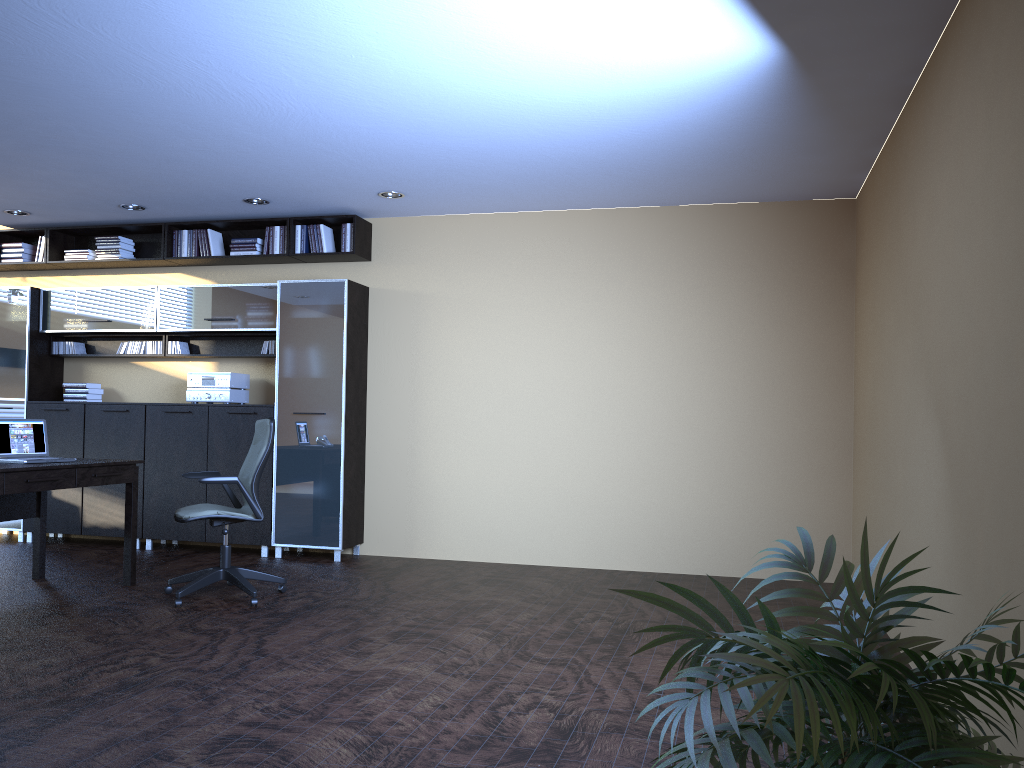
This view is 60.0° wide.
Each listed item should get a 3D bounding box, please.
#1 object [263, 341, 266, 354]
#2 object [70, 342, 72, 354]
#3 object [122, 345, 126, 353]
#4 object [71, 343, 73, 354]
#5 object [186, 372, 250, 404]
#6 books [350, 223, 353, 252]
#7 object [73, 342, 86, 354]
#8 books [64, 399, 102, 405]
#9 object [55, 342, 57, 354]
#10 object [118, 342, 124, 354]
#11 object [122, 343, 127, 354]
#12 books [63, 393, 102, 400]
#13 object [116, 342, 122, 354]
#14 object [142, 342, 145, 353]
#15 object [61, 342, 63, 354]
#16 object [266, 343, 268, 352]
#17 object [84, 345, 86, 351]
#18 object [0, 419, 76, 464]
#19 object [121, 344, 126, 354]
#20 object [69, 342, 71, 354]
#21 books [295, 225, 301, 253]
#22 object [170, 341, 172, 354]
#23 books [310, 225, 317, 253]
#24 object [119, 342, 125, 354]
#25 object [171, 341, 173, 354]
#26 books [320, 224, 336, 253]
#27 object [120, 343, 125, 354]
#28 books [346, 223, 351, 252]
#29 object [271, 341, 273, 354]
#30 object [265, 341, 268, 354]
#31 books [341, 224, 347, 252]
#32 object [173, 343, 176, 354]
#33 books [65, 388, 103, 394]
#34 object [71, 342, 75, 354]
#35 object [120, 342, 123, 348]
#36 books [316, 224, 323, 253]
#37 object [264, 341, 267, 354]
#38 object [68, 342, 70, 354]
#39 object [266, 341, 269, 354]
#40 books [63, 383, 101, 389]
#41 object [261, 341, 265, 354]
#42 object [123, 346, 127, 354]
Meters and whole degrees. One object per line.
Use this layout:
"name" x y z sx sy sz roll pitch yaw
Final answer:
"object" -2.217 -0.326 8.070 0.030 0.120 0.142 1 -2 14
"object" -4.214 -0.342 8.574 0.030 0.120 0.142 1 -2 14
"object" -3.644 -0.335 8.434 0.059 0.113 0.142 1 -2 14
"object" -4.203 -0.342 8.575 0.030 0.120 0.142 1 -2 14
"object" -2.657 0.040 8.013 0.430 0.281 0.363 1 -2 14
"books" -1.357 -1.262 7.790 0.050 0.258 0.207 1 -2 14
"object" -4.179 -0.341 8.565 0.040 0.118 0.142 1 -2 14
"books" -4.092 0.171 8.458 0.258 0.050 0.207 0 -2 15
"object" -4.381 -0.344 8.616 0.009 0.120 0.142 1 -2 14
"object" -3.674 -0.335 8.439 0.059 0.113 0.142 1 -2 14
"object" -3.635 -0.335 8.427 0.055 0.110 0.140 1 -2 14
"books" -4.100 0.120 8.467 0.258 0.050 0.207 0 -2 15
"object" -3.695 -0.335 8.439 0.059 0.113 0.142 1 -2 14
"object" -3.438 -0.336 8.376 0.036 0.116 0.140 1 -2 14
"object" -4.313 -0.343 8.599 0.009 0.120 0.142 1 -2 14
"object" -2.189 -0.326 8.053 0.026 0.117 0.140 1 -2 14
"object" -4.177 -0.341 8.571 0.036 0.116 0.140 1 -2 14
"object" -3.160 0.375 5.876 0.323 0.282 0.390 0 -2 24
"object" -3.644 -0.335 8.432 0.055 0.110 0.140 1 -2 14
"object" -4.224 -0.343 8.575 0.026 0.117 0.140 1 -2 14
"books" -1.868 -1.267 7.914 0.050 0.258 0.207 1 -2 14
"object" -3.151 -0.334 8.301 0.009 0.120 0.142 1 -2 14
"books" -1.724 -1.265 7.878 0.075 0.259 0.207 1 -2 14
"object" -3.664 -0.335 8.436 0.059 0.113 0.142 1 -2 14
"object" -3.140 -0.334 8.303 0.009 0.120 0.142 1 -2 15
"books" -1.632 -1.265 7.854 0.075 0.259 0.207 1 -2 14
"object" -3.655 -0.335 8.431 0.055 0.110 0.140 1 -2 14
"books" -1.401 -1.263 7.801 0.036 0.258 0.207 1 -2 14
"object" -2.141 -0.326 8.036 0.009 0.120 0.142 1 -2 14
"object" -2.197 -0.326 8.064 0.030 0.120 0.142 1 -2 14
"books" -1.442 -1.262 7.822 0.050 0.258 0.207 1 -2 14
"object" -3.130 -0.334 8.301 0.009 0.120 0.142 1 -2 14
"books" -4.085 0.069 8.473 0.258 0.050 0.207 0 -2 15
"object" -4.195 -0.342 8.566 0.030 0.120 0.142 1 -2 14
"object" -3.682 -0.335 8.447 0.059 0.113 0.142 1 -2 15
"books" -1.662 -1.265 7.863 0.075 0.259 0.207 1 -2 14
"object" -2.207 -0.326 8.067 0.030 0.120 0.142 1 -2 14
"object" -4.244 -0.343 8.585 0.009 0.120 0.142 1 -2 14
"object" -2.187 -0.326 8.061 0.030 0.120 0.142 1 -2 14
"books" -4.108 0.018 8.469 0.258 0.050 0.207 1 -2 14
"object" -2.231 -0.325 8.073 0.040 0.118 0.142 1 -2 14
"object" -3.633 -0.334 8.434 0.059 0.113 0.142 1 -2 14
